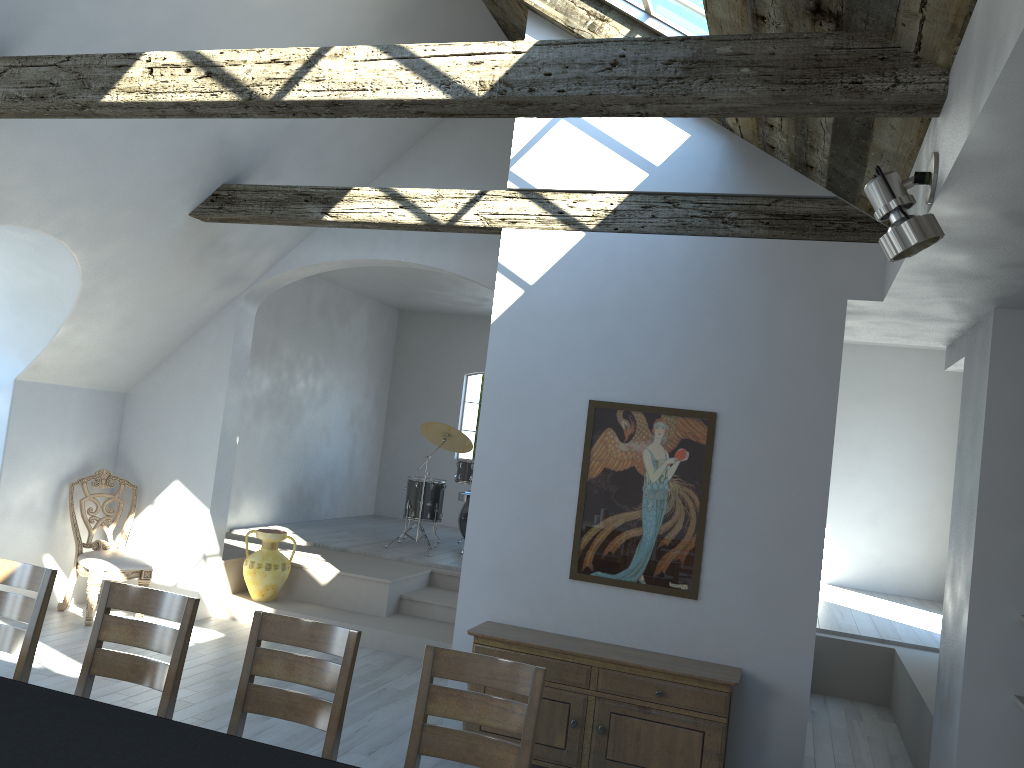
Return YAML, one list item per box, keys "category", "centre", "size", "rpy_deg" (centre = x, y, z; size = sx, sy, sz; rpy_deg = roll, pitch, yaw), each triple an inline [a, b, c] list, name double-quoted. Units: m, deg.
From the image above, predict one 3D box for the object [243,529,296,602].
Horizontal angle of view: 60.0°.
- category: "object"
  centre: [-2.135, 1.584, 7.736]
  size: [0.402, 0.605, 0.396]
  rpy_deg: [8, -4, -25]

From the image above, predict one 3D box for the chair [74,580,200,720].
- category: "chair"
  centre: [-1.643, 1.331, 3.435]
  size: [0.514, 1.006, 0.605]
  rpy_deg: [6, -4, 18]

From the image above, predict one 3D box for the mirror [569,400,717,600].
- category: "mirror"
  centre: [0.741, 0.645, 5.062]
  size: [0.736, 1.047, 0.009]
  rpy_deg: [6, -4, 18]

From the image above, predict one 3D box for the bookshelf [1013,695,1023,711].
- category: "bookshelf"
  centre: [1.458, 1.227, 0.654]
  size: [0.315, 0.070, 7.825]
  rpy_deg: [6, -4, 18]

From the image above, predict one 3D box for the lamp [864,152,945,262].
- category: "lamp"
  centre: [1.379, -0.618, 3.107]
  size: [0.265, 0.386, 0.235]
  rpy_deg: [4, -5, 40]

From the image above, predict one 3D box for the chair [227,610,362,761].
- category: "chair"
  centre: [-0.938, 1.399, 3.203]
  size: [0.514, 1.006, 0.605]
  rpy_deg: [6, -4, 18]

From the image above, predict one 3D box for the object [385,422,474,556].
- category: "object"
  centre: [-0.359, 1.200, 10.179]
  size: [2.354, 1.383, 1.465]
  rpy_deg: [9, -4, -27]

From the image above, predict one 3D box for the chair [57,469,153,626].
- category: "chair"
  centre: [-3.266, 1.302, 7.201]
  size: [0.655, 1.159, 0.552]
  rpy_deg: [3, -5, 43]

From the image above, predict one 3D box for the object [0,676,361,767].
- category: "object"
  centre: [-1.527, 1.162, 2.577]
  size: [2.456, 0.227, 1.073]
  rpy_deg: [6, -4, 18]

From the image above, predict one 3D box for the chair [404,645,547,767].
- category: "chair"
  centre: [-0.233, 1.468, 2.971]
  size: [0.514, 1.006, 0.605]
  rpy_deg: [6, -4, 18]

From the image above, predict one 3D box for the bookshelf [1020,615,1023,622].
- category: "bookshelf"
  centre: [1.504, 0.835, 0.679]
  size: [0.315, 0.070, 7.825]
  rpy_deg: [6, -4, 18]

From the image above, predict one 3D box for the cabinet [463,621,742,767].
- category: "cabinet"
  centre: [0.456, 1.812, 4.855]
  size: [1.481, 0.714, 0.383]
  rpy_deg: [6, -4, 18]

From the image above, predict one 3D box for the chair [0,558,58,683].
- category: "chair"
  centre: [-2.348, 1.262, 3.667]
  size: [0.514, 1.006, 0.605]
  rpy_deg: [6, -4, 18]
